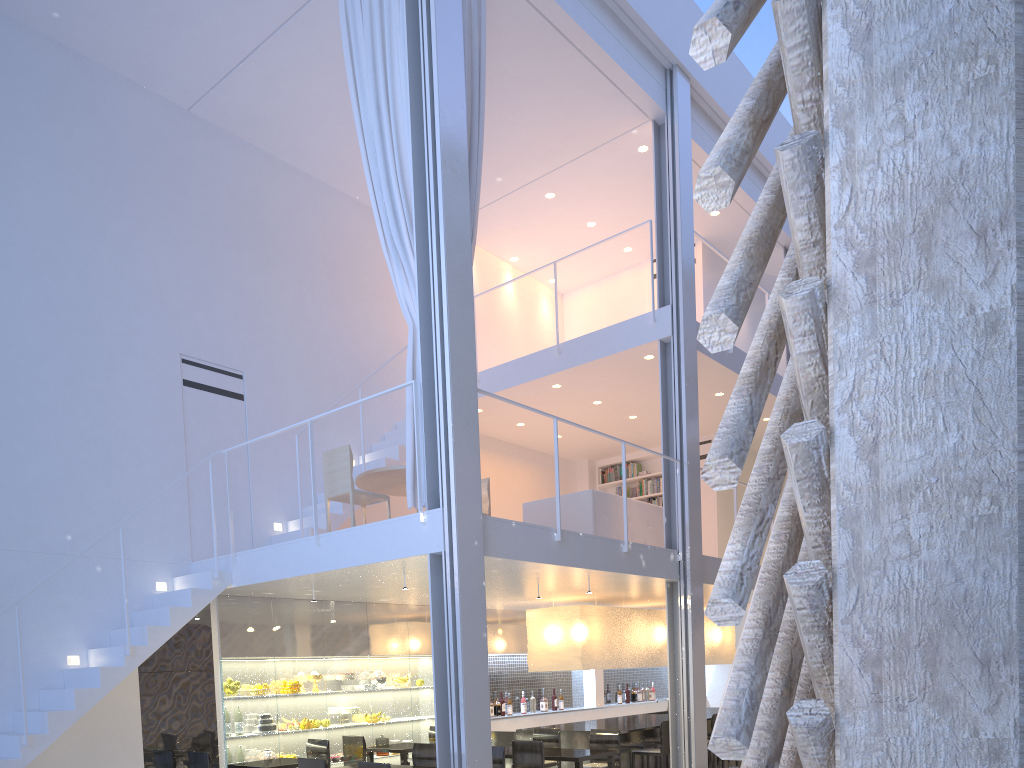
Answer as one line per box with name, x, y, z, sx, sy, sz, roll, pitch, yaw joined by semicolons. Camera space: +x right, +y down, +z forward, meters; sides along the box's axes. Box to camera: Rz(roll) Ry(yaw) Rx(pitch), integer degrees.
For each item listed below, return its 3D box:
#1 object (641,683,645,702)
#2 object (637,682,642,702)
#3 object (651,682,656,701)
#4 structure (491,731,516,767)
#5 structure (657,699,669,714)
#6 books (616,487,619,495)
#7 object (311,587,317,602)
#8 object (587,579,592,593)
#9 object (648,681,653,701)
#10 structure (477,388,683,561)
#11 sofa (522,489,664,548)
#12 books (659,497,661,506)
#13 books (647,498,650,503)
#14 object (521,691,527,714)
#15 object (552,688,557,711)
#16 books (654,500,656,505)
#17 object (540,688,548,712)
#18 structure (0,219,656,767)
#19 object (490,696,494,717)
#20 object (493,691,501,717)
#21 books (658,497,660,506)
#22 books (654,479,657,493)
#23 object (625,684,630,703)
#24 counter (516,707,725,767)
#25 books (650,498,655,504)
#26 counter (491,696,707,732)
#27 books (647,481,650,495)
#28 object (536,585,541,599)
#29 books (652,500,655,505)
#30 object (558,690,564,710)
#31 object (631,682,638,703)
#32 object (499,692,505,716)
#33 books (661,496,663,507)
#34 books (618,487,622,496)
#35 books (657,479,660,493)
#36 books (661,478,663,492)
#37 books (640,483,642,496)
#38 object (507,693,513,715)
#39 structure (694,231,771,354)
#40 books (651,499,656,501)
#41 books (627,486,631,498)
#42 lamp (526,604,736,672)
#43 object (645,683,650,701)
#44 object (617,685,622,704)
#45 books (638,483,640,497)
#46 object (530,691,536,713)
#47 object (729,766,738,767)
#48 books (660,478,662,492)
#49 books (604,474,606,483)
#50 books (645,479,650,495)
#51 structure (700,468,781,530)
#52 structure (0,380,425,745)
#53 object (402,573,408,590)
object;1.252;2.954;7.879;0.046;0.181;0.045;-2;2;-4
object;1.205;2.929;7.823;0.046;0.197;0.047;-1;2;41
object;1.374;2.995;8.013;0.043;0.181;0.044;-4;2;-38
structure;-0.177;2.566;5.666;0.572;0.355;0.012;-13;-5;39
structure;1.207;2.587;6.598;0.115;0.120;0.034;-9;-3;39
books;-0.223;1.323;5.917;0.027;1.580;3.618;1;-10;44
object;-1.012;1.073;4.197;0.029;0.077;0.029;-2;0;-39
object;0.404;1.059;4.315;0.029;0.077;0.029;-2;0;-39
object;1.332;2.973;7.965;0.046;0.197;0.047;-2;2;-9
structure;0.378;0.492;3.881;0.028;0.534;1.751;0;-12;40
sofa;0.569;0.935;5.047;0.513;0.352;1.014;-12;-19;38
books;1.257;1.017;6.864;0.010;0.137;0.090;0;-2;40
books;1.171;1.040;6.936;0.015;0.148;0.088;0;-1;40
object;0.090;2.509;6.479;0.044;0.181;0.043;-1;2;40
object;0.351;2.612;6.809;0.044;0.188;0.046;-1;2;31
books;1.224;1.039;6.895;0.018;0.117;0.086;0;-3;40
object;0.259;2.562;6.668;0.046;0.197;0.047;-1;2;41
structure;-1.002;0.504;3.743;1.753;3.200;3.744;-4;-9;39
object;-0.799;2.115;5.407;0.047;0.280;2.055;0;-13;40
object;-0.768;2.126;5.443;0.106;0.280;2.132;-2;-14;41
books;1.244;1.019;6.874;0.009;0.141;0.091;0;-1;40
books;-0.110;1.282;5.796;3.694;1.601;0.037;11;-6;-39
object;1.069;2.871;7.629;0.044;0.188;0.046;-1;2;31
counter;1.152;2.692;6.191;0.839;0.356;2.595;-14;-22;36
books;1.189;1.036;6.924;0.011;0.149;0.083;0;0;40
counter;0.798;3.076;7.310;0.235;0.419;3.747;-4;-16;39
books;-0.114;1.283;5.804;3.674;1.595;0.034;12;-7;-41
object;0.146;1.144;4.530;0.029;0.077;0.029;-2;0;-39
books;1.208;1.041;6.903;0.015;0.120;0.094;0;-3;40
object;0.408;2.632;6.853;0.042;0.177;0.041;-2;2;10
object;1.152;2.906;7.754;0.046;0.198;0.046;-1;2;39
object;-0.762;2.145;5.496;0.067;0.280;2.209;-1;-14;40
books;1.267;1.013;6.858;0.011;0.141;0.087;0;-1;40
books;-0.240;1.332;5.897;0.039;1.612;3.677;1;-9;45
books;-0.085;1.277;5.799;3.660;1.591;0.045;11;-6;-39
books;-0.071;1.272;5.775;3.683;1.600;0.038;11;-6;-38
books;-0.147;1.321;5.866;3.617;1.620;0.030;12;-7;-41
object;-0.793;2.119;5.424;0.058;0.285;2.501;0;-14;41
structure;1.510;-0.398;5.234;0.028;0.534;1.753;0;-12;40
books;1.200;1.038;6.917;0.015;0.138;0.080;0;-1;40
books;-0.227;1.338;5.910;3.643;1.619;0.030;13;-8;-43
lamp;0.999;1.945;6.250;0.459;0.406;2.376;-9;-19;38
object;1.299;2.964;7.912;0.046;0.181;0.045;-1;2;39
object;0.989;2.855;7.557;0.042;0.177;0.041;-2;2;10
books;-0.173;1.294;5.830;3.699;1.594;0.123;12;-8;-42
object;0.166;2.543;6.580;0.046;0.181;0.045;-2;1;-3
object;0.775;1.373;2.874;0.031;0.074;0.032;-2;-1;-6
books;-0.087;1.287;5.789;3.684;1.626;0.037;11;-6;-38
books;0.830;0.840;7.212;0.021;0.096;0.064;-1;-2;40
books;-0.119;1.301;5.845;3.612;1.645;0.023;12;-7;-41
structure;1.561;0.944;5.303;0.028;0.534;1.753;0;-12;40
structure;-1.312;0.861;3.088;1.393;1.729;1.468;-7;-8;39
object;-0.491;0.901;3.764;0.029;0.077;0.029;-2;0;-39
